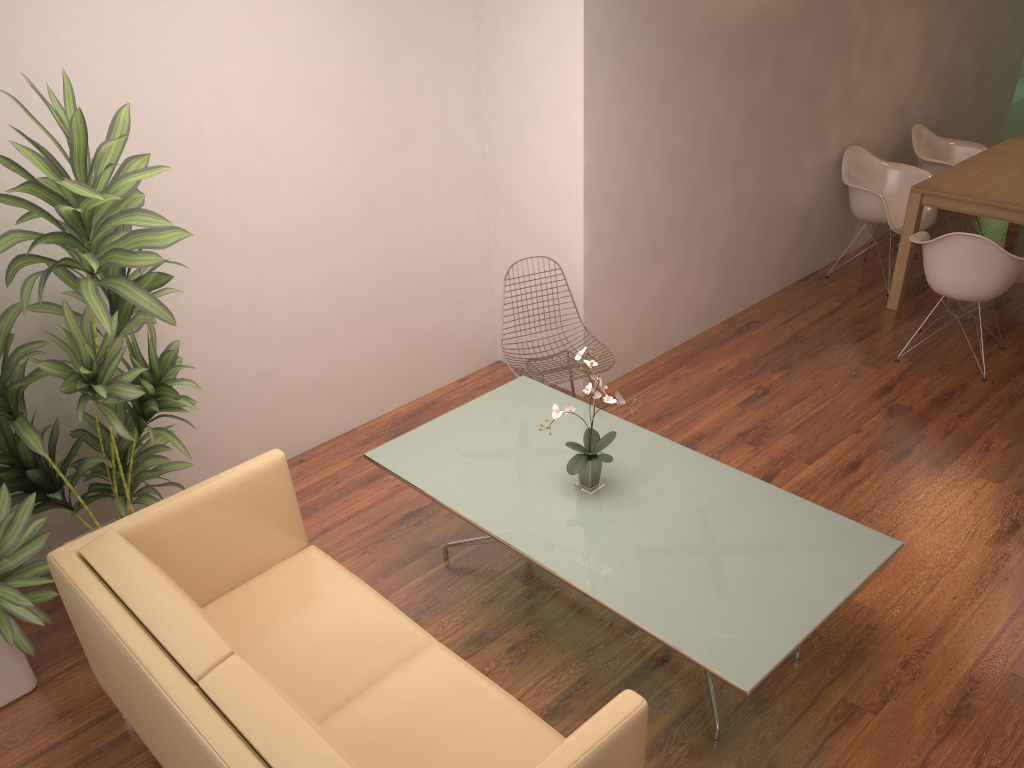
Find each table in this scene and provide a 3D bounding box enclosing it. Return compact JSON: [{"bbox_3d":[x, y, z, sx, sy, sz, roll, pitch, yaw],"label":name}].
[{"bbox_3d":[0.376,0.665,3.508,0.916,0.585,1.837,-28,38,-36],"label":"table"},{"bbox_3d":[3.604,-1.078,5.980,2.022,0.846,1.007,-27,38,-35],"label":"table"}]

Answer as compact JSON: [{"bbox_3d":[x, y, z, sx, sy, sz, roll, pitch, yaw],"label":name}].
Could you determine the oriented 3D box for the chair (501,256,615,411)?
[{"bbox_3d":[0.218,-0.142,4.583,0.538,0.941,0.542,-15,33,-19],"label":"chair"}]

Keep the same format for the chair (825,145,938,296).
[{"bbox_3d":[2.598,-1.176,6.201,0.667,0.899,0.631,-28,39,-35],"label":"chair"}]

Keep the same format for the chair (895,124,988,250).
[{"bbox_3d":[3.274,-1.468,6.646,0.635,0.899,0.662,19,37,31],"label":"chair"}]

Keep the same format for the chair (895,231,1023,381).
[{"bbox_3d":[2.605,-0.542,5.088,0.679,0.899,0.620,15,36,27],"label":"chair"}]

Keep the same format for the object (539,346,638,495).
[{"bbox_3d":[0.312,0.119,3.257,0.294,0.616,0.360,23,40,35],"label":"object"}]

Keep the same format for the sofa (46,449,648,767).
[{"bbox_3d":[-0.559,0.996,2.728,0.857,0.875,1.769,-29,39,-36],"label":"sofa"}]

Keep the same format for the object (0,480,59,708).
[{"bbox_3d":[-2.142,0.236,2.891,0.956,2.198,1.046,-16,34,-21],"label":"object"}]

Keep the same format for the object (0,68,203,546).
[{"bbox_3d":[-1.665,-0.010,3.275,1.064,2.198,0.939,-19,35,-24],"label":"object"}]
